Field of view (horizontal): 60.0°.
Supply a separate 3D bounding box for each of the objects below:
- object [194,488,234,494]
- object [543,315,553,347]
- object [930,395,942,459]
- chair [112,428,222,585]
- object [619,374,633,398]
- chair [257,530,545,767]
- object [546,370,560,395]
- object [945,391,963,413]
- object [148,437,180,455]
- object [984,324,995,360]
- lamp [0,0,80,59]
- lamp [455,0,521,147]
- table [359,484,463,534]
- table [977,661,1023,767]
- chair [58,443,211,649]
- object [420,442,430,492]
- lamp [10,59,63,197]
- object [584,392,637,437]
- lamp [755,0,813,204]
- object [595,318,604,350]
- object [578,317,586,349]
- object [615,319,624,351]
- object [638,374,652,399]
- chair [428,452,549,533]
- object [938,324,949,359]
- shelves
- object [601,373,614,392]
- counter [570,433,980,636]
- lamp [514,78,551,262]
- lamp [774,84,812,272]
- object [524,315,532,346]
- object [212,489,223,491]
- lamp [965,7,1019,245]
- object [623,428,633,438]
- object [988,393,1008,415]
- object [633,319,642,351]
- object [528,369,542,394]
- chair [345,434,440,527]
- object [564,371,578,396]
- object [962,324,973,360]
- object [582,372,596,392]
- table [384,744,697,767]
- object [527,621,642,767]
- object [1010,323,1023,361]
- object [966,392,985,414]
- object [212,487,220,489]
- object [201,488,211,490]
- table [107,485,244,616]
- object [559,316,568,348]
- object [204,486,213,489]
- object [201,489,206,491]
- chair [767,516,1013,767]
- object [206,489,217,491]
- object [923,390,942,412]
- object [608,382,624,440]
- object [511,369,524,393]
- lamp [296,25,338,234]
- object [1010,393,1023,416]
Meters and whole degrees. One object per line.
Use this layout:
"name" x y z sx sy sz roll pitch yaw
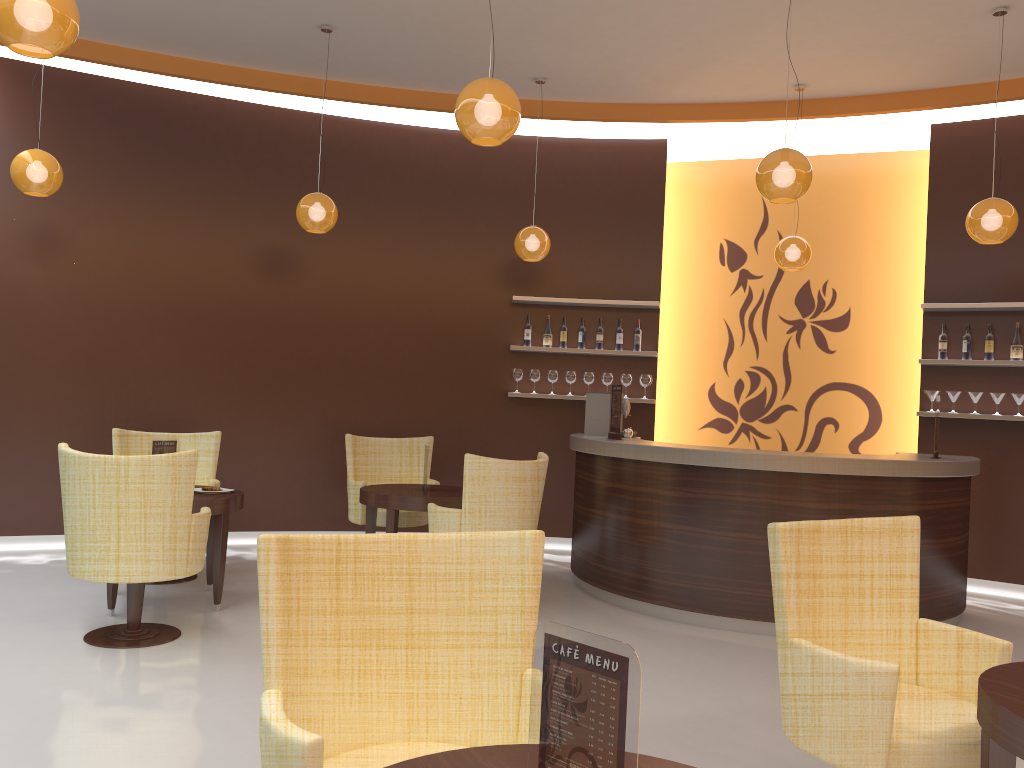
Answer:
"object" -1.885 0.669 5.565 0.234 0.020 0.234 2 -1 33
"object" 0.330 -0.478 8.087 0.086 0.303 0.086 2 -1 41
"object" 2.795 0.280 5.832 0.052 0.414 0.258 2 -1 31
"chair" -2.425 0.833 6.206 0.729 1.017 0.685 3 -1 -25
"object" 1.031 0.020 8.013 0.125 0.221 0.125 3 -1 -3
"chair" -0.219 0.871 2.047 0.729 1.017 0.685 3 -1 -25
"object" 0.369 -0.011 8.068 0.125 0.221 0.125 3 -1 -3
"object" 3.532 0.147 7.094 0.137 0.174 0.137 2 -1 27
"object" -2.143 0.496 5.455 0.042 0.335 0.209 2 -1 37
"object" 3.757 -0.326 6.975 0.073 0.297 0.073 3 -1 -30
"lamp" -1.666 -1.926 3.152 0.299 1.500 0.299 2 -1 36
"lamp" -0.078 -1.835 3.995 0.299 1.500 0.299 3 -1 -17
"table" -0.646 1.090 6.264 0.874 0.679 0.872 2 -1 19
"table" 1.588 1.129 2.110 0.874 0.679 0.872 3 -1 9
"chair" -1.984 0.829 4.668 0.729 1.017 0.685 3 -1 4
"object" -0.609 0.584 6.283 0.042 0.335 0.209 3 -1 -14
"lamp" -2.978 -1.948 5.626 0.299 1.500 0.299 2 -1 30
"object" 0.788 0.240 6.983 0.373 0.340 0.270 2 -1 17
"lamp" 1.510 -1.744 4.838 0.299 1.500 0.299 2 -1 40
"object" 0.799 -0.451 8.050 0.073 0.297 0.073 3 -1 -18
"object" 0.639 -0.458 8.067 0.073 0.297 0.073 3 -1 -18
"object" 0.973 -0.443 8.029 0.073 0.297 0.073 3 -1 -31
"object" 1.197 0.027 7.980 0.125 0.221 0.125 3 -1 -3
"chair" -0.158 0.933 5.612 0.685 1.017 0.729 2 -1 40
"object" 3.472 -0.337 7.135 0.073 0.297 0.073 3 -1 10
"shelves" 2.234 -0.239 7.462 4.744 0.902 0.586 2 -1 19
"object" 0.862 0.012 8.031 0.125 0.221 0.125 3 -1 -3
"counter" 1.677 0.988 6.069 2.917 1.100 1.586 2 -1 17
"lamp" 0.198 -1.766 7.312 0.299 1.500 0.299 2 -1 40
"lamp" 2.301 -1.667 7.183 0.299 1.500 0.299 3 -1 -10
"object" 0.147 -0.482 8.070 0.073 0.297 0.073 3 -1 -18
"object" -1.845 0.663 5.556 0.055 0.014 0.053 4 -1 -45
"lamp" 3.098 -1.653 5.681 0.299 1.500 0.299 3 -1 -10
"object" 0.883 0.372 6.745 0.075 0.077 0.075 2 -1 31
"object" 3.795 0.159 6.933 0.137 0.174 0.137 2 -1 37
"object" 1.136 -0.435 8.006 0.073 0.297 0.073 3 -1 -18
"object" 0.206 -0.019 8.071 0.125 0.221 0.125 3 -1 -3
"chair" -0.955 0.918 6.998 0.729 1.017 0.685 3 -1 -21
"object" 0.532 -0.004 8.058 0.125 0.221 0.125 3 -1 -3
"object" 3.622 -0.331 7.052 0.073 0.297 0.073 3 -1 10
"object" 0.695 0.004 8.048 0.125 0.221 0.125 3 -1 -3
"table" 0.077 1.042 1.308 0.874 0.679 0.872 2 -1 19
"object" 0.102 0.536 1.317 0.042 0.335 0.209 4 -1 -45
"object" 3.919 -0.325 6.880 0.086 0.303 0.086 4 -1 -44
"object" 3.666 0.153 7.016 0.137 0.174 0.137 2 -1 37
"object" -1.878 0.662 5.614 0.055 0.018 0.052 3 -1 -4
"object" -1.905 0.652 5.524 0.055 0.016 0.052 3 -1 -29
"table" -2.129 1.005 5.467 0.874 0.679 0.872 2 -1 19
"object" 0.473 -0.466 8.078 0.073 0.297 0.073 2 -1 31
"object" -1.922 0.658 5.602 0.054 0.018 0.051 3 -1 -30
"object" -1.911 0.664 5.555 0.054 0.018 0.051 4 -1 -41
"chair" 1.157 0.949 2.778 0.729 1.017 0.685 3 -1 -31
"object" -1.871 0.662 5.518 0.051 0.018 0.054 2 -1 20
"object" 3.397 0.142 7.171 0.137 0.174 0.137 2 -1 27
"object" 0.751 0.191 6.402 0.052 0.414 0.258 3 -1 -14
"object" 0.047 -0.027 8.070 0.125 0.221 0.125 3 -1 -3
"lamp" -1.390 -1.857 6.469 0.299 1.500 0.299 2 -1 40
"object" 3.920 0.164 6.856 0.137 0.174 0.137 2 -1 37
